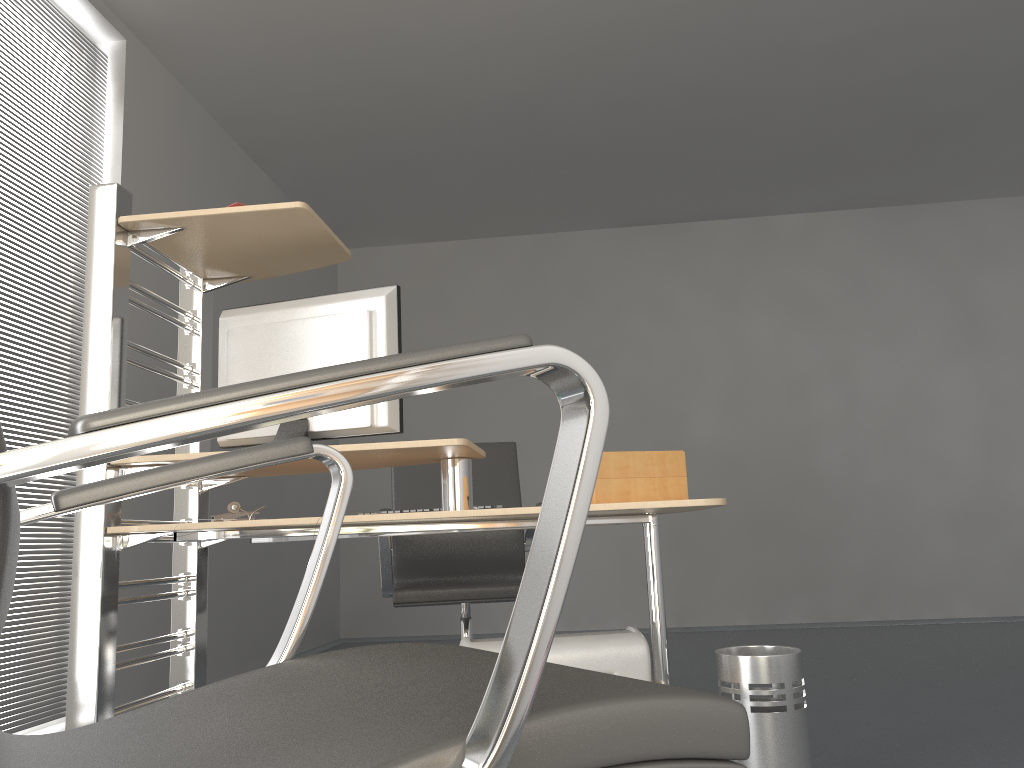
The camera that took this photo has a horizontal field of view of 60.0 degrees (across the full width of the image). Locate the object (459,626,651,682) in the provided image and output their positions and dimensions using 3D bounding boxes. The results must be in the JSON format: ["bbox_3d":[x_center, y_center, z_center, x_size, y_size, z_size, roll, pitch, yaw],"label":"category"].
[{"bbox_3d":[0.083,0.687,2.185,0.438,0.162,0.351,-1,-10,-10],"label":"object"}]

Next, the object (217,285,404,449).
[{"bbox_3d":[-0.552,-0.027,2.230,0.516,0.418,0.245,-8,-12,27],"label":"object"}]

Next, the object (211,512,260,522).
[{"bbox_3d":[-0.769,0.377,2.466,0.134,0.042,0.022,7,-14,-41],"label":"object"}]

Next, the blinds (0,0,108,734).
[{"bbox_3d":[-1.840,-0.266,2.711,0.022,2.770,1.950,-4,-10,6],"label":"blinds"}]

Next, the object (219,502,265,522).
[{"bbox_3d":[-0.704,0.348,2.387,0.159,0.064,0.054,3,-11,-27],"label":"object"}]

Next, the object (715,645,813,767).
[{"bbox_3d":[0.619,0.848,2.174,0.208,0.377,0.208,6,-13,-40],"label":"object"}]

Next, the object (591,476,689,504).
[{"bbox_3d":[0.252,0.265,2.136,0.225,0.060,0.309,0,-11,-15],"label":"object"}]

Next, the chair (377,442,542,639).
[{"bbox_3d":[-0.164,0.692,3.061,0.584,1.048,0.652,-1,-10,-8],"label":"chair"}]

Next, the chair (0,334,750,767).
[{"bbox_3d":[-0.225,0.272,0.713,0.652,1.048,0.584,3,-12,-28],"label":"chair"}]

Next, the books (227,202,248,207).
[{"bbox_3d":[-0.725,-0.408,2.396,0.320,0.072,0.262,-10,-13,37],"label":"books"}]

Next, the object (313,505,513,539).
[{"bbox_3d":[-0.285,0.361,2.310,0.478,0.082,0.814,-5,-11,13],"label":"object"}]

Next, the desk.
[{"bbox_3d":[-0.223,0.318,2.430,1.469,1.566,0.967,-4,-10,6],"label":"desk"}]

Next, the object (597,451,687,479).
[{"bbox_3d":[0.250,0.209,2.146,0.225,0.060,0.309,0,-11,-15],"label":"object"}]
